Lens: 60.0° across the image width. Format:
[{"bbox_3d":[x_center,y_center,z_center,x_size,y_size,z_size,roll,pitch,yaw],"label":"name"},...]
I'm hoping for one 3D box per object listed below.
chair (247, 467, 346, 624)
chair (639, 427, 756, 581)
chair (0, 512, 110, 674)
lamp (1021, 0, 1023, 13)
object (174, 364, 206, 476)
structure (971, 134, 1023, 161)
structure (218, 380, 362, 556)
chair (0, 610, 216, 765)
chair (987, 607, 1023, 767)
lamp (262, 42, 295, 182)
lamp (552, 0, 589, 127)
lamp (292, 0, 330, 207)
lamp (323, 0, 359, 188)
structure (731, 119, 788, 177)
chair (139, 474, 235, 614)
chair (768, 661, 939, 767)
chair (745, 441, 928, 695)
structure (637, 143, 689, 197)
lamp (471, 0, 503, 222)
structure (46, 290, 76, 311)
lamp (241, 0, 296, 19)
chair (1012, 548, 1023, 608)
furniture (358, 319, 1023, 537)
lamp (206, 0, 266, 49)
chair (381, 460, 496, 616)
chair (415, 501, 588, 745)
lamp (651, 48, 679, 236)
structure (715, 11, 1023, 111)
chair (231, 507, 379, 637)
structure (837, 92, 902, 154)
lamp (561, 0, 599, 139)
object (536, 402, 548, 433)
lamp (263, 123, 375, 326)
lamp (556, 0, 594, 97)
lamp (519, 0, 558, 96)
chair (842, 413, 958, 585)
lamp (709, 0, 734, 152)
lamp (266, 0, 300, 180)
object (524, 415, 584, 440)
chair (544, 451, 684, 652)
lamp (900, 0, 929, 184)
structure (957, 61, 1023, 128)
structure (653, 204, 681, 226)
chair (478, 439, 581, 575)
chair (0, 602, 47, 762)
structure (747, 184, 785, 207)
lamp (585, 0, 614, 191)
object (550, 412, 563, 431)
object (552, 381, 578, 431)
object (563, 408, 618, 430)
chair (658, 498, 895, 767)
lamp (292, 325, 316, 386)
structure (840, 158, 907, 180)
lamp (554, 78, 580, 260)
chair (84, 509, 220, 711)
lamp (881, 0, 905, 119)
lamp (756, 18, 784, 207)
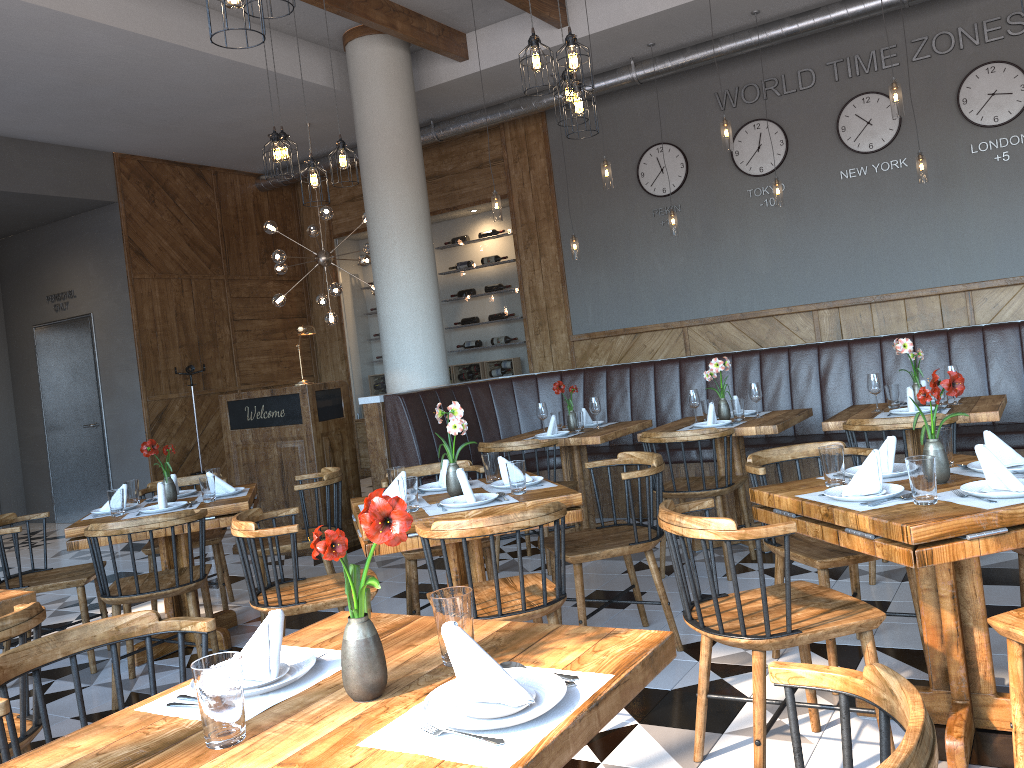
[{"bbox_3d":[-1.165,0.911,4.886,0.550,0.817,0.519,-7,0,-13],"label":"chair"},{"bbox_3d":[1.048,0.638,4.982,0.518,0.817,0.551,-7,0,32],"label":"chair"},{"bbox_3d":[-2.410,1.072,4.586,0.550,0.817,0.519,-7,0,-13],"label":"chair"},{"bbox_3d":[2.047,-2.552,3.598,0.175,2.072,0.175,-7,-1,2],"label":"lamp"},{"bbox_3d":[-3.482,0.618,9.834,0.375,1.659,0.373,-7,-1,-36],"label":"object"},{"bbox_3d":[4.231,-2.023,7.668,0.442,0.200,0.021,-6,0,32],"label":"structure"},{"bbox_3d":[-1.742,0.666,7.215,1.043,1.301,0.647,-7,0,32],"label":"structure"},{"bbox_3d":[-0.785,0.956,1.882,0.548,0.817,0.520,-7,0,32],"label":"chair"},{"bbox_3d":[1.531,0.666,2.148,0.520,0.817,0.549,-7,0,-13],"label":"chair"},{"bbox_3d":[-1.613,-2.346,5.698,0.175,2.072,0.174,-7,-1,-26],"label":"lamp"},{"bbox_3d":[0.219,-2.504,5.012,0.175,2.072,0.175,-7,-1,-18],"label":"lamp"},{"bbox_3d":[-1.396,-2.199,5.782,0.175,2.072,0.175,-7,-1,-15],"label":"lamp"},{"bbox_3d":[-1.231,-2.355,5.910,0.174,2.072,0.175,-8,-1,42],"label":"lamp"},{"bbox_3d":[2.436,-2.327,8.733,0.559,0.561,0.046,-7,0,32],"label":"structure"},{"bbox_3d":[-1.958,0.993,5.367,0.520,0.817,0.549,-7,0,-13],"label":"chair"},{"bbox_3d":[0.318,0.843,1.198,0.548,0.817,0.520,-7,0,32],"label":"chair"},{"bbox_3d":[1.235,0.663,3.401,0.520,0.817,0.549,-7,0,-13],"label":"chair"},{"bbox_3d":[1.572,-2.238,9.267,0.559,0.561,0.046,-7,0,32],"label":"structure"},{"bbox_3d":[-0.234,-2.367,7.582,0.078,1.965,0.078,-7,-1,-26],"label":"lamp"},{"bbox_3d":[-5.258,-0.968,10.345,0.564,0.197,0.025,-6,0,32],"label":"structure"},{"bbox_3d":[-0.980,-2.344,3.125,0.175,2.072,0.175,-7,-1,15],"label":"lamp"},{"bbox_3d":[2.006,0.584,2.925,0.550,0.817,0.519,-7,0,-13],"label":"chair"},{"bbox_3d":[2.179,0.306,5.851,6.572,1.151,1.922,-6,1,32],"label":"furniture"},{"bbox_3d":[-1.023,-2.157,2.918,0.174,2.072,0.175,-7,-1,26],"label":"lamp"},{"bbox_3d":[-0.337,0.825,4.374,0.520,0.817,0.549,-7,0,-13],"label":"chair"},{"bbox_3d":[-0.041,0.828,3.120,0.520,0.817,0.549,-7,0,-13],"label":"chair"},{"bbox_3d":[1.407,-2.365,8.305,0.078,1.965,0.078,-7,-1,18],"label":"lamp"},{"bbox_3d":[3.212,-2.957,8.226,2.722,0.199,0.033,-6,0,32],"label":"structure"},{"bbox_3d":[-0.811,0.907,3.597,0.550,0.817,0.519,-7,0,-13],"label":"chair"},{"bbox_3d":[3.300,-2.416,8.199,0.559,0.561,0.046,-7,0,32],"label":"structure"},{"bbox_3d":[0.255,-2.370,4.790,0.175,2.072,0.175,-7,-1,15],"label":"lamp"},{"bbox_3d":[0.214,0.238,6.146,0.081,0.215,0.081,-7,0,23],"label":"object"},{"bbox_3d":[-2.058,-1.713,9.504,1.187,2.193,1.160,-7,0,-7],"label":"lamp"},{"bbox_3d":[0.211,-2.534,4.578,0.175,2.072,0.175,-7,-1,4],"label":"lamp"},{"bbox_3d":[0.025,-2.571,4.683,0.175,2.072,0.175,-7,-1,15],"label":"lamp"},{"bbox_3d":[1.979,0.542,4.406,0.518,0.817,0.551,-7,0,32],"label":"chair"},{"bbox_3d":[1.472,-2.687,6.517,0.078,1.965,0.078,-7,-1,-24],"label":"lamp"},{"bbox_3d":[-1.618,-2.408,5.907,0.175,2.072,0.175,-7,-1,-15],"label":"lamp"},{"bbox_3d":[0.258,0.280,5.876,0.351,0.137,0.272,-6,2,32],"label":"object"},{"bbox_3d":[0.434,0.746,3.897,0.550,0.817,0.519,-7,0,-13],"label":"chair"},{"bbox_3d":[3.214,-2.603,7.184,0.078,1.965,0.078,-8,-1,39],"label":"lamp"},{"bbox_3d":[4.164,-2.505,7.664,0.559,0.561,0.046,-7,0,32],"label":"structure"},{"bbox_3d":[1.628,-1.755,9.278,0.305,0.197,0.021,-6,0,32],"label":"structure"},{"bbox_3d":[0.116,0.734,5.558,0.518,0.817,0.551,-7,0,32],"label":"chair"},{"bbox_3d":[-1.504,1.030,2.326,0.548,0.817,0.520,-7,0,32],"label":"chair"},{"bbox_3d":[2.512,-1.846,8.731,0.368,0.200,0.021,-6,0,32],"label":"structure"},{"bbox_3d":[0.647,-2.516,7.032,0.078,1.965,0.078,-7,-1,18],"label":"lamp"},{"bbox_3d":[0.317,0.265,6.225,0.080,0.132,0.080,-7,0,32],"label":"object"},{"bbox_3d":[0.373,0.149,6.106,0.170,0.355,0.156,-7,0,25],"label":"object"},{"bbox_3d":[0.539,0.232,6.319,0.351,0.137,0.272,-6,2,32],"label":"object"},{"bbox_3d":[0.761,0.745,2.625,0.550,0.817,0.519,-7,0,-13],"label":"chair"},{"bbox_3d":[-1.633,-0.100,7.031,0.170,0.757,0.445,-7,0,7],"label":"lamp"},{"bbox_3d":[3.352,-1.993,8.208,0.581,0.080,0.021,-6,0,32],"label":"structure"},{"bbox_3d":[0.525,-2.216,8.854,0.078,1.965,0.078,-7,-1,-26],"label":"lamp"},{"bbox_3d":[-1.639,0.992,4.109,0.520,0.817,0.549,-7,0,-13],"label":"chair"},{"bbox_3d":[2.454,-2.753,5.911,0.078,1.965,0.078,-6,-1,-40],"label":"lamp"},{"bbox_3d":[2.232,-2.536,7.789,0.078,1.965,0.078,-7,-1,-24],"label":"lamp"}]
